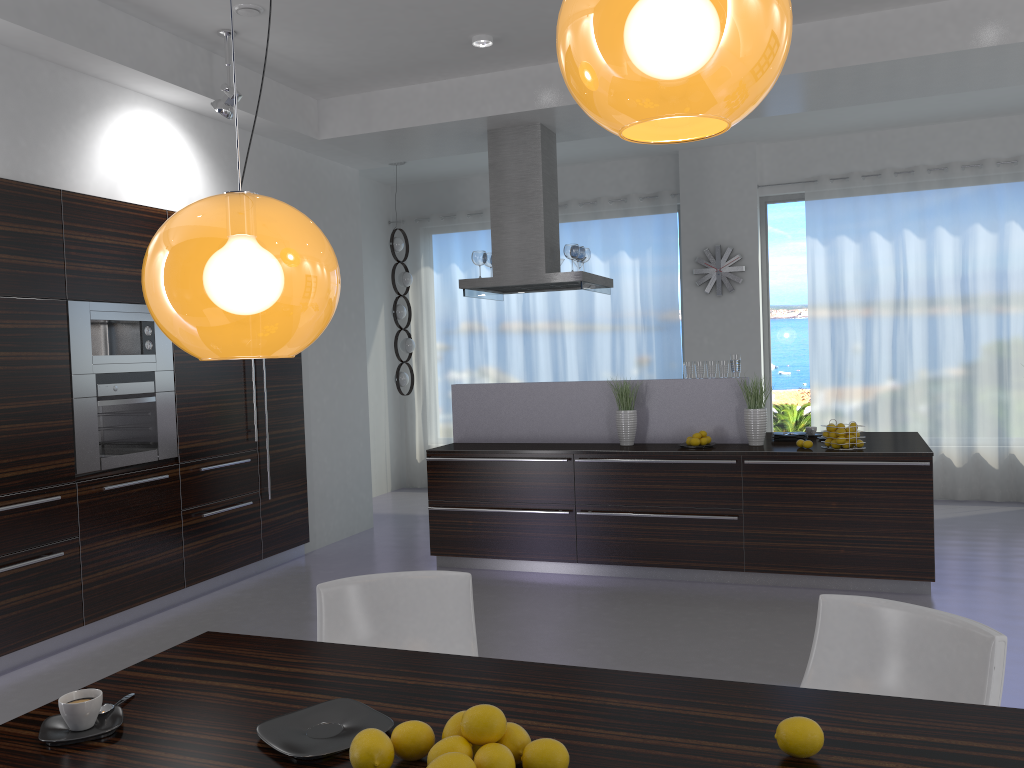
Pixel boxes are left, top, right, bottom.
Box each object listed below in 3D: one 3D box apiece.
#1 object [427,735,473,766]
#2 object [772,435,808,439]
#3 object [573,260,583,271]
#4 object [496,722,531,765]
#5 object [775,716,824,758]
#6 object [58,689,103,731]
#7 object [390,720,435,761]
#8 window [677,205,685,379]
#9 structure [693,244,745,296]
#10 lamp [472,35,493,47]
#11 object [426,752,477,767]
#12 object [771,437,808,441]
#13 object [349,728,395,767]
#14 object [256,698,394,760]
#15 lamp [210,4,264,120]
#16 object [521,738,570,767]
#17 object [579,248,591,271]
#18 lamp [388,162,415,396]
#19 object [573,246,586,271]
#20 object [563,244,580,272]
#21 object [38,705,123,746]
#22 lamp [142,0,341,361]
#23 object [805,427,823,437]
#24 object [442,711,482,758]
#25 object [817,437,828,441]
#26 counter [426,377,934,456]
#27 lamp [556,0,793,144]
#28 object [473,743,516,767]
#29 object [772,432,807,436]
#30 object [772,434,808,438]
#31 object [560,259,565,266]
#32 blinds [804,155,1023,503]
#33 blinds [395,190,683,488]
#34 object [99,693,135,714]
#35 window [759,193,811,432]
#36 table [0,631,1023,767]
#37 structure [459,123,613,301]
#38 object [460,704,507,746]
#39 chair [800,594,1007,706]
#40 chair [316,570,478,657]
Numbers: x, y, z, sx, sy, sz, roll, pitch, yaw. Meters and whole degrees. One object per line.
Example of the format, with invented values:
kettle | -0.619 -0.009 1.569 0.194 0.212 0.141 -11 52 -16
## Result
object | -0.108 0.652 1.546 0.081 0.071 0.069 -2 2 -2
object | 1.919 0.369 6.130 0.232 0.020 0.232 -1 2 29
object | 0.545 -0.934 7.189 0.137 0.174 0.137 -3 2 -14
object | -0.001 0.648 1.597 0.070 0.068 0.083 -2 2 -10
object | 0.512 0.630 1.581 0.083 0.068 0.070 -1 2 25
object | -0.883 0.667 1.812 0.081 0.064 0.101 -4 3 -43
object | -0.183 0.653 1.625 0.083 0.068 0.070 -1 2 25
window | 0.443 -0.582 9.790 3.000 2.500 0.100 -1 2 21
structure | 2.051 -1.128 8.792 0.505 0.505 0.076 -1 2 21
lamp | -0.185 -2.151 5.560 0.132 0.035 0.132 -2 2 -7
object | -0.102 0.652 1.464 0.094 0.077 0.079 -3 2 -25
object | 1.920 0.379 6.130 0.232 0.020 0.232 -1 2 29
object | -0.248 0.653 1.570 0.079 0.077 0.094 -2 2 -5
object | -0.369 0.682 1.749 0.232 0.020 0.232 -4 3 -41
lamp | -1.601 -1.847 5.161 0.171 0.511 0.605 -4 2 -37
object | 0.057 0.648 1.529 0.083 0.068 0.070 -1 2 25
object | 0.558 -0.950 6.946 0.125 0.221 0.125 -4 3 -44
lamp | -1.131 -1.065 9.042 0.180 2.370 0.367 -2 2 14
object | 0.506 -0.943 6.809 0.125 0.221 0.125 -4 3 -44
object | 0.451 -0.936 6.661 0.125 0.221 0.125 -4 3 -44
object | -0.875 0.698 1.806 0.154 0.020 0.154 -3 2 -23
lamp | -0.537 -1.033 1.649 0.359 1.974 0.358 -1 2 26
object | 2.131 0.341 6.315 0.153 0.069 0.153 -3 2 -36
object | -0.087 0.644 1.627 0.076 0.080 0.094 -1 2 22
object | 2.170 0.349 6.045 0.153 0.069 0.153 -2 2 -6
counter | 1.160 0.610 6.370 3.291 1.300 1.302 -1 2 21
lamp | 0.224 -1.215 1.355 0.358 1.645 0.359 -1 2 32
object | -0.030 0.651 1.517 0.070 0.068 0.083 -2 2 -10
object | 1.785 0.286 6.262 0.269 0.147 0.646 -4 3 -44
object | 1.919 0.359 6.130 0.232 0.020 0.232 -1 2 24
object | 0.367 -0.930 7.256 0.137 0.174 0.137 -3 2 -14
blinds | 4.205 -0.474 8.129 2.830 3.112 0.120 -1 2 21
blinds | 0.218 -0.382 9.645 3.245 3.112 0.120 -1 2 21
object | -0.855 0.686 1.918 0.032 0.028 0.155 -2 2 2
window | 3.947 -0.663 8.458 3.000 2.500 0.100 -1 2 21
table | -0.072 1.077 1.580 2.046 0.783 1.127 -1 2 21
structure | 0.194 -1.314 7.013 0.981 1.231 0.915 -1 2 21
object | -0.051 0.605 1.573 0.083 0.068 0.070 -1 2 25
chair | 0.876 1.009 2.234 0.620 0.805 0.508 -3 2 -34
chair | -0.335 1.037 2.705 0.508 0.805 0.620 -2 2 -9
